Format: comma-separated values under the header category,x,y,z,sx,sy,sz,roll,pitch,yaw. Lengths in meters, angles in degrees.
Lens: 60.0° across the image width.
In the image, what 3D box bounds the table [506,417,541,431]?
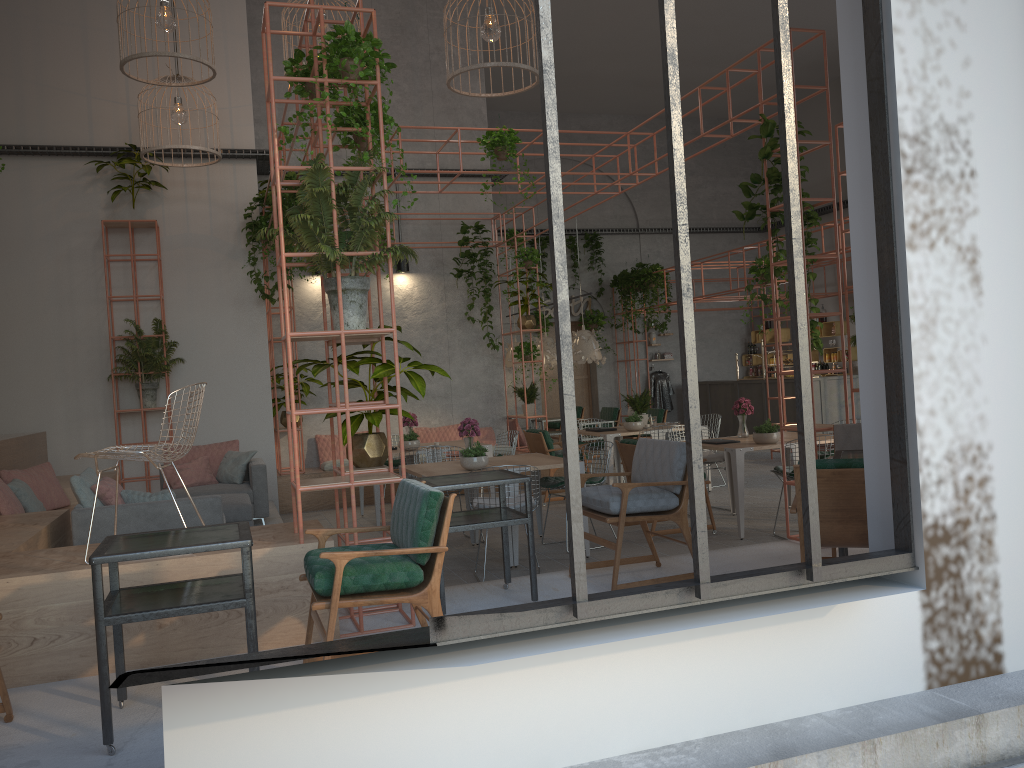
category,x,y,z,sx,sy,sz,roll,pitch,yaw
table,0.213,1.058,17.901,0.635,0.798,0.602,-4,0,-18

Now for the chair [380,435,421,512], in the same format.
category,x,y,z,sx,sy,sz,roll,pitch,yaw
chair,-1.489,1.140,11.418,0.565,0.941,0.717,-4,0,-17

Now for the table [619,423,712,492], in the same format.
category,x,y,z,sx,sy,sz,roll,pitch,yaw
table,1.960,0.963,11.558,0.694,0.830,1.214,-4,0,-18

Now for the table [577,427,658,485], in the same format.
category,x,y,z,sx,sy,sz,roll,pitch,yaw
table,1.301,1.007,11.337,0.694,0.830,1.205,-4,0,-18

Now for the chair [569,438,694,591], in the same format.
category,x,y,z,sx,sy,sz,roll,pitch,yaw
chair,0.800,0.850,5.878,0.685,0.929,0.722,-4,0,-18

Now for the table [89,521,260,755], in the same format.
category,x,y,z,sx,sy,sz,roll,pitch,yaw
table,-1.450,1.073,3.905,0.635,0.798,0.602,-4,0,-18

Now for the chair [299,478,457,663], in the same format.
category,x,y,z,sx,sy,sz,roll,pitch,yaw
chair,-0.637,0.955,4.180,0.685,0.929,0.722,-4,0,-18

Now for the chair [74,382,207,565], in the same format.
category,x,y,z,sx,sy,sz,roll,pitch,yaw
chair,-2.072,0.481,5.008,0.717,0.941,0.565,-4,0,-9

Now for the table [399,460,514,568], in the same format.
category,x,y,z,sx,sy,sz,roll,pitch,yaw
table,-0.524,1.151,7.858,0.694,0.830,1.205,-4,0,-18

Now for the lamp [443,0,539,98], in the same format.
category,x,y,z,sx,sy,sz,roll,pitch,yaw
lamp,-0.284,-4.576,8.347,0.883,3.476,0.883,-3,1,34

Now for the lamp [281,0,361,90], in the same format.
category,x,y,z,sx,sy,sz,roll,pitch,yaw
lamp,-2.159,-5.105,9.743,0.883,3.476,0.883,-3,1,34

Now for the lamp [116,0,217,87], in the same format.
category,x,y,z,sx,sy,sz,roll,pitch,yaw
lamp,-3.474,-4.795,8.684,0.883,3.476,0.883,-3,1,34

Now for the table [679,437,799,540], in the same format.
category,x,y,z,sx,sy,sz,roll,pitch,yaw
table,2.185,0.985,8.697,0.694,0.830,1.205,-4,0,-18

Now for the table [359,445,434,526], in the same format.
category,x,y,z,sx,sy,sz,roll,pitch,yaw
table,-1.376,1.185,10.457,0.694,0.830,1.205,-4,0,-18

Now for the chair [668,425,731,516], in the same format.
category,x,y,z,sx,sy,sz,roll,pitch,yaw
chair,2.072,0.927,9.658,0.565,0.941,0.717,-4,0,-17

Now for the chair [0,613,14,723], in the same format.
category,x,y,z,sx,sy,sz,roll,pitch,yaw
chair,-2.498,1.079,3.568,0.685,0.929,0.722,-4,0,-18

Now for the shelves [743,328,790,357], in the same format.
category,x,y,z,sx,sy,sz,roll,pitch,yaw
shelves,5.806,-0.302,19.844,0.328,1.838,1.750,-4,0,-18

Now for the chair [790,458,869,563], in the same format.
category,x,y,z,sx,sy,sz,roll,pitch,yaw
chair,1.799,0.804,4.430,0.722,0.917,0.685,-3,0,22

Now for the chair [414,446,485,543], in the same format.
category,x,y,z,sx,sy,sz,roll,pitch,yaw
chair,-0.637,1.106,8.819,0.565,0.941,0.717,-4,0,-17

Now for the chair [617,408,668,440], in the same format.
category,x,y,z,sx,sy,sz,roll,pitch,yaw
chair,2.187,0.889,14.848,0.685,0.929,0.722,-4,0,-18

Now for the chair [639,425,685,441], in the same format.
category,x,y,z,sx,sy,sz,roll,pitch,yaw
chair,1.774,0.939,10.535,0.565,0.941,0.717,-4,0,-2

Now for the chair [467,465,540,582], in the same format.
category,x,y,z,sx,sy,sz,roll,pitch,yaw
chair,-0.051,1.083,7.057,0.565,0.941,0.717,-4,0,-2

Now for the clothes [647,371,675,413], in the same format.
category,x,y,z,sx,sy,sz,roll,pitch,yaw
clothes,3.368,0.201,19.967,0.625,0.997,0.366,-4,1,-38

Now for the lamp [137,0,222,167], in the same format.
category,x,y,z,sx,sy,sz,roll,pitch,yaw
lamp,-3.949,-4.359,10.290,0.883,3.476,0.883,-3,1,34

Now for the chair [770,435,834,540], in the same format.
category,x,y,z,sx,sy,sz,roll,pitch,yaw
chair,2.658,0.904,7.896,0.565,0.941,0.717,-4,0,-2

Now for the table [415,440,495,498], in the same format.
category,x,y,z,sx,sy,sz,roll,pitch,yaw
table,-0.717,1.141,10.678,0.694,0.830,1.214,-4,0,-18

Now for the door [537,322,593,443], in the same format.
category,x,y,z,sx,sy,sz,roll,pitch,yaw
door,1.048,-0.007,20.079,1.360,2.729,0.551,-4,0,-18

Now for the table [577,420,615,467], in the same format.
category,x,y,z,sx,sy,sz,roll,pitch,yaw
table,1.306,1.015,14.566,0.635,0.798,0.602,-4,0,-18

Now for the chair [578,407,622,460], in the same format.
category,x,y,z,sx,sy,sz,roll,pitch,yaw
chair,1.636,0.910,16.530,0.685,0.930,0.722,-4,0,-18

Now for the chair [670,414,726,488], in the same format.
category,x,y,z,sx,sy,sz,roll,pitch,yaw
chair,2.428,0.888,11.732,0.717,0.941,0.565,-4,0,-22

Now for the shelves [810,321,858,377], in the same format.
category,x,y,z,sx,sy,sz,roll,pitch,yaw
shelves,6.404,-0.326,18.020,0.328,1.838,1.750,-4,0,-18

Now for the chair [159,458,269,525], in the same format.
category,x,y,z,sx,sy,sz,roll,pitch,yaw
chair,-3.249,1.200,9.645,1.127,0.672,1.052,-4,0,-18

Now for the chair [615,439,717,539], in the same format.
category,x,y,z,sx,sy,sz,roll,pitch,yaw
chair,1.461,0.979,8.566,0.685,0.917,0.722,-4,0,-18

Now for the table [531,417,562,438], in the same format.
category,x,y,z,sx,sy,sz,roll,pitch,yaw
table,0.759,1.036,16.233,0.635,0.798,0.602,-4,0,-18

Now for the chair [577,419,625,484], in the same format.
category,x,y,z,sx,sy,sz,roll,pitch,yaw
chair,1.188,0.962,12.297,0.565,0.941,0.717,-4,0,-17

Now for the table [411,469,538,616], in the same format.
category,x,y,z,sx,sy,sz,roll,pitch,yaw
table,-0.241,0.983,5.545,0.635,0.798,0.602,-4,0,-18

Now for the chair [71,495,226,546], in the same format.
category,x,y,z,sx,sy,sz,roll,pitch,yaw
chair,-2.804,1.150,6.973,1.056,0.586,1.127,-4,0,-18

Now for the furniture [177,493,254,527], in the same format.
category,x,y,z,sx,sy,sz,roll,pitch,yaw
furniture,-2.929,1.304,8.343,0.941,0.446,0.975,-4,0,-18

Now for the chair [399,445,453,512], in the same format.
category,x,y,z,sx,sy,sz,roll,pitch,yaw
chair,-0.903,1.116,9.656,0.565,0.941,0.717,-4,0,-2

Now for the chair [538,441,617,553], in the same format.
category,x,y,z,sx,sy,sz,roll,pitch,yaw
chair,0.603,1.032,8.254,0.717,0.941,0.565,-4,0,-22

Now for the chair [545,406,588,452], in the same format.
category,x,y,z,sx,sy,sz,roll,pitch,yaw
chair,1.096,0.932,18.177,0.685,0.930,0.722,-4,0,-18

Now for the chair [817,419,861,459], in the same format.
category,x,y,z,sx,sy,sz,roll,pitch,yaw
chair,3.311,0.852,9.092,0.717,0.941,0.565,-4,0,-22

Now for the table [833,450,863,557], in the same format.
category,x,y,z,sx,sy,sz,roll,pitch,yaw
table,2.289,0.823,5.373,0.602,0.798,0.635,-3,0,22

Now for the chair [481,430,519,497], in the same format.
category,x,y,z,sx,sy,sz,roll,pitch,yaw
chair,-0.249,1.065,10.852,0.717,0.941,0.565,-4,0,-22

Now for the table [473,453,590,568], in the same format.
category,x,y,z,sx,sy,sz,roll,pitch,yaw
table,0.133,1.108,8.079,0.694,0.830,1.214,-4,0,-18

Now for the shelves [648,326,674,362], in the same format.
category,x,y,z,sx,sy,sz,roll,pitch,yaw
shelves,3.355,-0.915,19.976,0.560,0.790,0.186,-4,0,-18

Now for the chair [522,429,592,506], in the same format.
category,x,y,z,sx,sy,sz,roll,pitch,yaw
chair,0.578,1.014,11.206,0.685,0.917,0.722,-4,0,-18

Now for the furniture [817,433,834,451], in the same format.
category,x,y,z,sx,sy,sz,roll,pitch,yaw
furniture,5.173,0.950,13.304,0.941,0.446,0.976,-4,0,-18

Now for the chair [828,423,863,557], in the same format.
category,x,y,z,sx,sy,sz,roll,pitch,yaw
chair,2.595,0.741,6.164,0.722,0.914,0.685,-3,0,22

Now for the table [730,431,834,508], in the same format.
category,x,y,z,sx,sy,sz,roll,pitch,yaw
table,2.844,0.941,8.918,0.694,0.830,1.214,-4,0,-18
